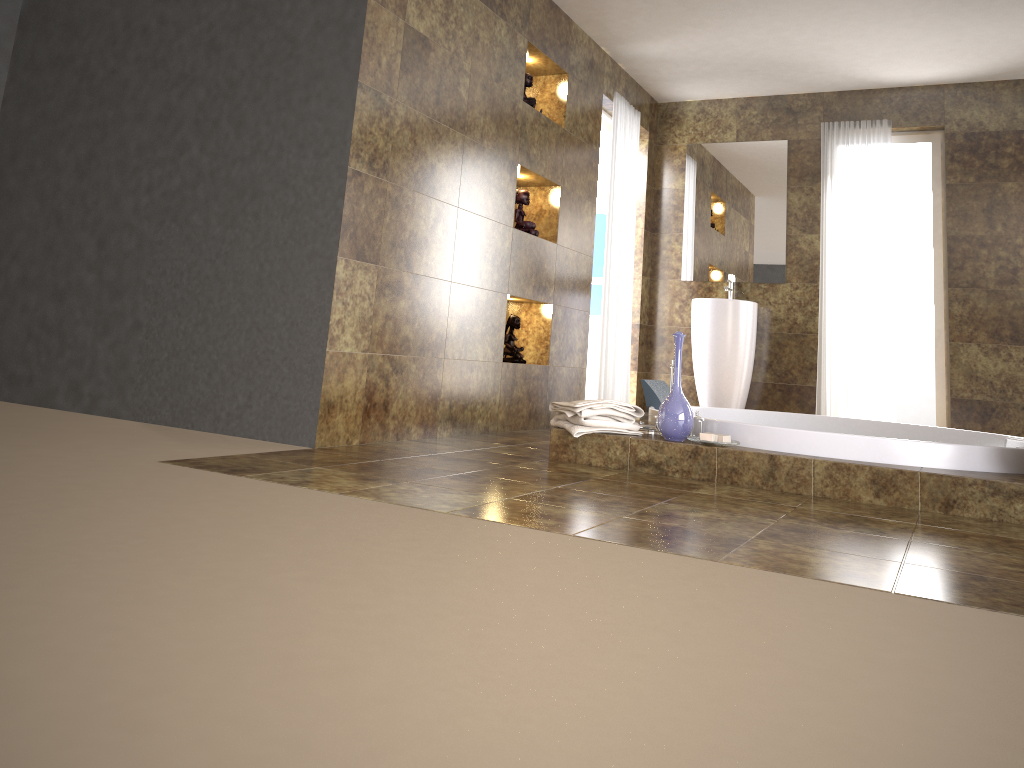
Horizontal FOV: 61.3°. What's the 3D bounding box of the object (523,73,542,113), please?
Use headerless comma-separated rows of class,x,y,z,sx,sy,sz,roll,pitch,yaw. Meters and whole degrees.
object,0.094,-1.712,5.078,0.152,0.274,0.118,0,-10,27

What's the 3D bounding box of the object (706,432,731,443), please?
object,0.765,0.203,3.250,0.100,0.033,0.060,5,-1,42

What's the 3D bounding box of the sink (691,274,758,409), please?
sink,1.496,-0.244,6.136,0.458,1.167,0.423,-1,-11,29

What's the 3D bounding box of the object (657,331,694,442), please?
object,0.637,0.005,3.341,0.136,0.431,0.132,-2,-12,34

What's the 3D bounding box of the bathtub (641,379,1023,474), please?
bathtub,1.490,0.325,3.853,1.726,0.536,1.739,4,1,-32

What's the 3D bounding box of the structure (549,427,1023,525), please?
structure,1.491,0.333,3.852,2.010,0.127,1.959,5,2,27

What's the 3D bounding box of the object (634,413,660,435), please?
object,0.570,0.164,3.618,0.170,0.077,0.166,4,-1,9

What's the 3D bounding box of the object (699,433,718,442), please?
object,0.727,0.199,3.192,0.053,0.035,0.071,3,-1,28

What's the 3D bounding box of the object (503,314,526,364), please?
object,0.013,-0.255,4.829,0.152,0.281,0.146,0,-9,27

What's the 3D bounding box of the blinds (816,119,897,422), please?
blinds,2.394,-0.763,6.025,0.518,2.325,0.065,-1,-12,26

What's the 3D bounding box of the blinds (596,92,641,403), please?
blinds,0.765,-0.888,6.032,0.067,2.338,0.580,-1,-12,27

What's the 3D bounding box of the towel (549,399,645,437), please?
towel,0.340,0.133,3.512,0.319,0.154,0.335,5,-1,-18

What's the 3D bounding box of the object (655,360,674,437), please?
object,0.645,0.057,3.475,0.130,0.316,0.126,-2,-11,34

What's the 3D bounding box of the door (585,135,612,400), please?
door,0.346,-0.891,6.757,0.963,2.287,0.038,2,-11,16

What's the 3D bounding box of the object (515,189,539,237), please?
object,0.073,-0.990,4.995,0.175,0.292,0.108,1,-10,27

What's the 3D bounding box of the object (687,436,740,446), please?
object,0.756,0.219,3.238,0.190,0.019,0.185,5,2,16

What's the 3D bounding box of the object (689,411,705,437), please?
object,0.727,0.163,3.398,0.057,0.118,0.056,6,-9,-10

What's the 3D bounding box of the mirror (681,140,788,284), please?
mirror,1.679,-1.307,6.535,0.768,1.120,0.008,1,-11,26
